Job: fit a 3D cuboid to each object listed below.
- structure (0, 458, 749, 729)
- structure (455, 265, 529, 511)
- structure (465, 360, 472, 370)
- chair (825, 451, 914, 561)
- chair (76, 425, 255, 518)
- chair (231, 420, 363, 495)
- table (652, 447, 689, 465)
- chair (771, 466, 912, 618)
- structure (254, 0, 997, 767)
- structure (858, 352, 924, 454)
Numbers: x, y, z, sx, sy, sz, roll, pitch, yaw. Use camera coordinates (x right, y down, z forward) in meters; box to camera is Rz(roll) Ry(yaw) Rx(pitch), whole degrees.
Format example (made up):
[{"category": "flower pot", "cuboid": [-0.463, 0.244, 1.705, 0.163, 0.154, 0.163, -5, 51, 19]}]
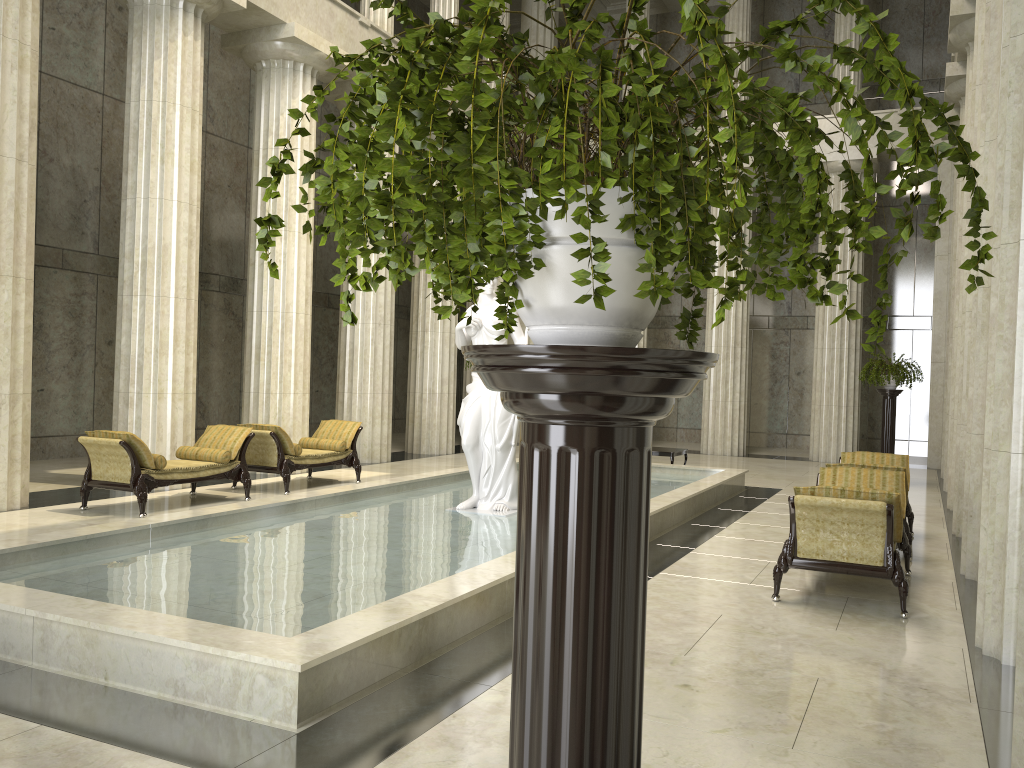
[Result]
[{"category": "structure", "cuboid": [-0.248, 1.546, 10.128, 3.754, 0.508, 11.573, 2, 0, 25]}, {"category": "structure", "cuboid": [-0.234, 0.093, 10.108, 0.940, 3.044, 0.729, 2, 0, 19]}, {"category": "structure", "cuboid": [-0.430, 0.373, 19.017, 1.159, 2.386, 1.053, 2, 0, 20]}, {"category": "chair", "cuboid": [3.910, 1.281, 9.804, 0.993, 0.950, 2.172, 2, 0, 25]}, {"category": "chair", "cuboid": [-4.161, 1.005, 10.830, 0.993, 0.950, 2.172, 2, 0, 25]}, {"category": "chair", "cuboid": [-3.123, 1.029, 13.069, 0.993, 0.950, 2.172, 2, 0, 25]}, {"category": "table", "cuboid": [2.568, 1.433, 16.245, 1.134, 0.494, 1.123, 2, 0, 23]}, {"category": "chair", "cuboid": [2.871, 1.257, 7.565, 0.993, 0.950, 2.172, 2, 0, 25]}, {"category": "structure", "cuboid": [0.110, 0.474, 1.525, 1.053, 2.386, 1.159, 2, 0, -35]}, {"category": "structure", "cuboid": [6.670, 0.627, 15.713, 1.053, 2.386, 1.159, 2, 0, 30]}]
